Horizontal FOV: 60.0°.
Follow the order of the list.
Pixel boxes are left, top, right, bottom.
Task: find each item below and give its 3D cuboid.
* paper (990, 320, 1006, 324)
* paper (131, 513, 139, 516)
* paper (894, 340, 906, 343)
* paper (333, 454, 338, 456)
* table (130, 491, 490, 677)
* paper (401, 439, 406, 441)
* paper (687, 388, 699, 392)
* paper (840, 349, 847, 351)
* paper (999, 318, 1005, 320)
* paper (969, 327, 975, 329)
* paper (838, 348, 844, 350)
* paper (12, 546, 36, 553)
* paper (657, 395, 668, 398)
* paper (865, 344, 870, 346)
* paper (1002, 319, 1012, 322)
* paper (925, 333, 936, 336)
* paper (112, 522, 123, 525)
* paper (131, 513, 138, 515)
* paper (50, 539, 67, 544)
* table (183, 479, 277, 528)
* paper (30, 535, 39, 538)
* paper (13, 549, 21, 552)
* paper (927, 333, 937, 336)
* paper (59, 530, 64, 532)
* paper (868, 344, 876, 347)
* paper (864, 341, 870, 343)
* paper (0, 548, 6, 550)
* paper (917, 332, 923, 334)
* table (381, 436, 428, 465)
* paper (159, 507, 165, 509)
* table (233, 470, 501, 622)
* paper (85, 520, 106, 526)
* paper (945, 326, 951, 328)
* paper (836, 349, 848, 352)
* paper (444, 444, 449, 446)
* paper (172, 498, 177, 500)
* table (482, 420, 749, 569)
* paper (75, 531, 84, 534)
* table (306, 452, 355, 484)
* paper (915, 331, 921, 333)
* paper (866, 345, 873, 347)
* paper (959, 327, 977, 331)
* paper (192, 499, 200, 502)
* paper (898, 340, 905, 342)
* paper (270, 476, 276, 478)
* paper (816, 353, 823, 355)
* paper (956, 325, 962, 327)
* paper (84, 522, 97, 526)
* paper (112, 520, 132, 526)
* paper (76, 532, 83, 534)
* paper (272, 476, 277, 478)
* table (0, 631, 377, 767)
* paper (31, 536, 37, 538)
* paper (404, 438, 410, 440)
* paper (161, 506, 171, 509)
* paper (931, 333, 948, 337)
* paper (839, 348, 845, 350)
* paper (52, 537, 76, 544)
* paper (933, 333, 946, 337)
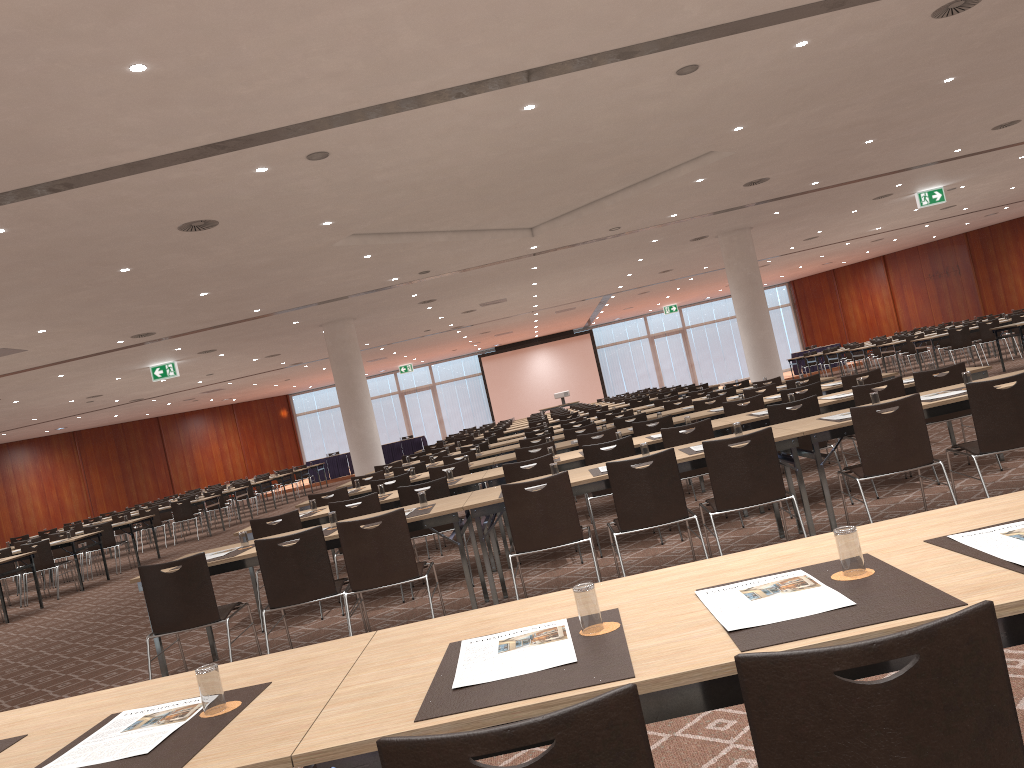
[{"bbox_3d":[10.640,-1.359,19.383,0.283,0.006,0.398,-13,-1,1],"label":"paper"},{"bbox_3d":[-8.481,2.928,19.886,0.460,0.003,0.565,-13,-1,-2],"label":"paper"},{"bbox_3d":[9.482,-1.054,21.365,0.460,0.003,0.565,-13,-1,-1],"label":"paper"},{"bbox_3d":[-6.731,2.690,33.339,0.283,0.006,0.398,-13,-1,2],"label":"paper"},{"bbox_3d":[-1.326,1.467,6.323,2.267,0.833,0.953,-13,-1,2],"label":"table"},{"bbox_3d":[-4.004,2.085,33.325,0.460,0.003,0.565,-13,-1,2],"label":"paper"},{"bbox_3d":[4.038,0.123,19.532,0.460,0.003,0.565,-13,-1,-2],"label":"paper"},{"bbox_3d":[9.559,-0.987,25.449,0.283,0.006,0.398,-13,-1,1],"label":"paper"},{"bbox_3d":[11.726,-1.557,21.299,0.460,0.003,0.565,-13,-1,3],"label":"paper"},{"bbox_3d":[10.052,-1.226,19.437,0.283,0.006,0.398,-13,-1,4],"label":"paper"},{"bbox_3d":[10.250,-1.100,27.415,0.283,0.006,0.398,-13,-1,0],"label":"paper"},{"bbox_3d":[-8.034,2.710,14.379,0.460,0.003,0.565,-13,-1,-1],"label":"paper"},{"bbox_3d":[3.381,0.268,19.604,0.283,0.006,0.398,-13,-1,-1],"label":"paper"},{"bbox_3d":[10.238,-1.137,25.336,0.460,0.003,0.565,-13,-1,1],"label":"paper"},{"bbox_3d":[10.733,-1.376,19.356,0.460,0.003,0.565,-13,-1,3],"label":"paper"},{"bbox_3d":[10.093,-1.193,21.428,0.283,0.006,0.398,-13,-1,-2],"label":"paper"},{"bbox_3d":[-7.384,2.604,16.398,0.283,0.006,0.398,-13,-1,1],"label":"paper"},{"bbox_3d":[-8.534,2.937,19.972,0.283,0.006,0.398,-13,-1,1],"label":"paper"},{"bbox_3d":[-7.407,2.567,14.422,0.283,0.006,0.398,-13,-1,1],"label":"paper"},{"bbox_3d":[-7.636,3.256,24.010,2.267,0.833,0.953,-13,-1,2],"label":"table"},{"bbox_3d":[-10.747,3.433,20.009,0.283,0.006,0.398,-13,-1,2],"label":"paper"},{"bbox_3d":[-8.047,2.710,14.444,0.283,0.006,0.398,-13,-1,1],"label":"paper"},{"bbox_3d":[10.126,-1.198,21.355,0.460,0.003,0.565,-13,-1,-1],"label":"paper"},{"bbox_3d":[-10.047,3.279,19.936,0.460,0.003,0.565,-13,-1,-1],"label":"paper"},{"bbox_3d":[9.570,-1.030,23.372,0.460,0.003,0.565,-13,-1,3],"label":"paper"},{"bbox_3d":[11.940,-1.433,29.308,0.460,0.003,0.565,-13,-1,1],"label":"paper"},{"bbox_3d":[-9.589,3.098,16.485,0.283,0.006,0.398,-13,-1,3],"label":"paper"},{"bbox_3d":[11.766,-1.482,25.358,0.283,0.006,0.398,-13,-1,0],"label":"paper"},{"bbox_3d":[-4.002,2.514,33.133,1.712,0.832,1.042,-13,-1,2],"label":"table"},{"bbox_3d":[-7.909,2.797,19.932,0.283,0.006,0.398,-13,-1,0],"label":"paper"},{"bbox_3d":[-1.267,1.496,8.322,2.267,0.833,0.953,-13,-1,2],"label":"table"},{"bbox_3d":[-9.406,3.136,19.931,0.460,0.003,0.565,-13,-1,3],"label":"paper"},{"bbox_3d":[12.482,-1.640,25.289,0.460,0.003,0.565,-13,-1,1],"label":"paper"},{"bbox_3d":[9.597,-0.994,25.357,0.460,0.003,0.565,-13,-1,0],"label":"paper"},{"bbox_3d":[-1.638,1.395,19.678,0.460,0.003,0.565,-13,-1,1],"label":"paper"},{"bbox_3d":[-9.924,3.377,26.003,0.283,0.006,0.398,-13,-1,5],"label":"paper"},{"bbox_3d":[0.947,1.000,8.259,2.267,0.833,0.953,-13,-1,2],"label":"table"},{"bbox_3d":[-7.992,2.740,16.412,0.283,0.006,0.398,-13,-1,4],"label":"paper"},{"bbox_3d":[-6.777,3.136,33.212,1.712,0.832,1.042,-13,-1,2],"label":"table"},{"bbox_3d":[12.474,-1.598,27.332,0.283,0.006,0.398,-13,-1,1],"label":"paper"},{"bbox_3d":[9.496,-1.016,23.445,0.283,0.006,0.398,-13,-1,1],"label":"paper"},{"bbox_3d":[10.092,-1.233,19.361,0.460,0.003,0.565,-13,-1,-1],"label":"paper"},{"bbox_3d":[-7.217,2.645,19.856,0.460,0.003,0.565,-13,-1,3],"label":"paper"},{"bbox_3d":[9.473,-1.054,21.464,0.283,0.006,0.398,-13,-1,2],"label":"paper"},{"bbox_3d":[-7.058,2.736,25.927,0.283,0.006,0.398,-13,-1,3],"label":"paper"},{"bbox_3d":[9.692,-0.972,27.384,0.460,0.003,0.565,-13,-1,0],"label":"paper"},{"bbox_3d":[11.721,-1.515,23.377,0.283,0.006,0.398,-13,-1,2],"label":"paper"},{"bbox_3d":[-9.499,3.153,19.957,0.283,0.006,0.398,-13,-1,1],"label":"paper"},{"bbox_3d":[-7.325,2.594,16.366,0.460,0.003,0.565,-13,-1,-1],"label":"paper"},{"bbox_3d":[-7.960,2.736,16.353,0.460,0.003,0.565,-13,-1,2],"label":"paper"},{"bbox_3d":[-7.042,2.734,25.840,0.460,0.003,0.565,-13,-1,1],"label":"paper"},{"bbox_3d":[-1.446,1.407,2.281,2.267,0.833,0.953,-13,-1,2],"label":"table"},{"bbox_3d":[-10.689,3.423,19.957,0.460,0.003,0.565,-13,-1,2],"label":"paper"},{"bbox_3d":[-3.957,2.069,33.259,0.283,0.006,0.398,-13,-1,2],"label":"paper"},{"bbox_3d":[-7.850,2.787,19.885,0.460,0.003,0.565,-13,-1,-1],"label":"paper"},{"bbox_3d":[9.392,-1.079,19.434,0.283,0.006,0.398,-13,-1,2],"label":"paper"},{"bbox_3d":[10.337,-1.116,27.356,0.460,0.003,0.565,-13,-1,2],"label":"paper"},{"bbox_3d":[-7.383,2.564,14.370,0.460,0.003,0.565,-13,-1,1],"label":"paper"},{"bbox_3d":[9.450,-1.089,19.383,0.460,0.003,0.565,-13,-1,2],"label":"paper"}]
